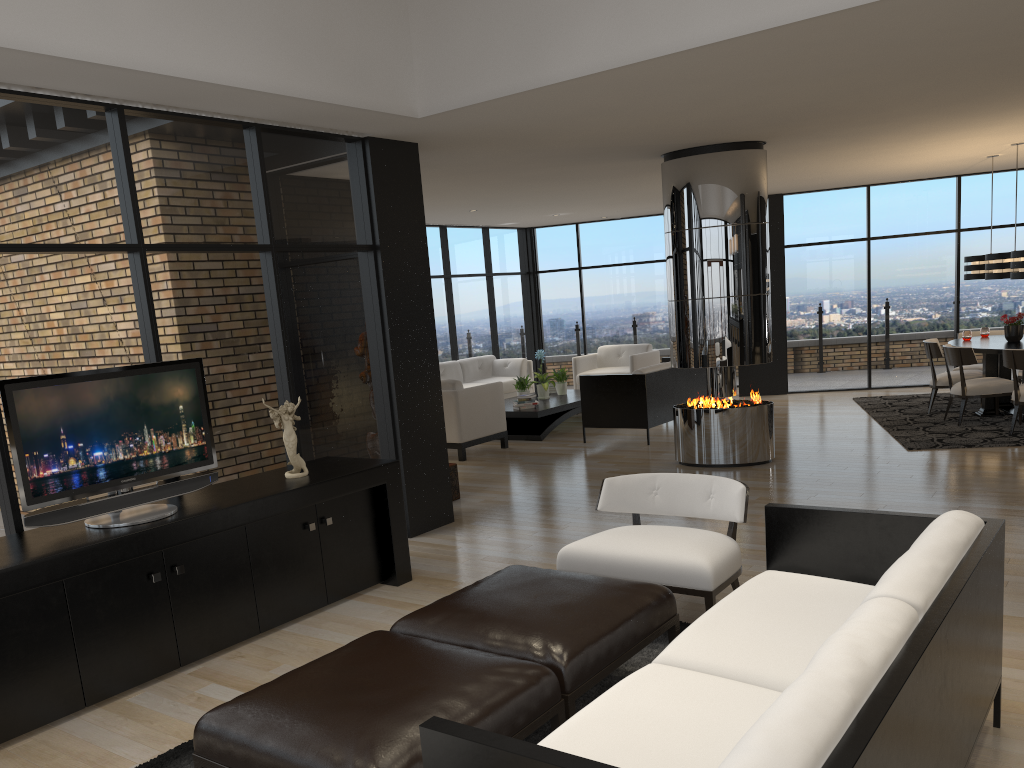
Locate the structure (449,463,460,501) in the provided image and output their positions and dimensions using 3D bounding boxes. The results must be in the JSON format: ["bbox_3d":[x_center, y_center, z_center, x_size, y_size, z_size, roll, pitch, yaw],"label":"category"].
[{"bbox_3d":[-0.941,0.214,7.332,0.730,1.618,0.510,2,12,36],"label":"structure"}]

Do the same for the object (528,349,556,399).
[{"bbox_3d":[0.398,-0.125,11.193,0.353,0.641,0.367,-11,11,-33],"label":"object"}]

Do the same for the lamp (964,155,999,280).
[{"bbox_3d":[5.340,-1.854,9.827,0.536,1.349,0.527,-2,10,13],"label":"lamp"}]

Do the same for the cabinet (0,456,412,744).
[{"bbox_3d":[-1.770,1.002,4.237,0.620,0.751,3.002,2,8,37],"label":"cabinet"}]

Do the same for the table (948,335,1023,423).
[{"bbox_3d":[5.250,-0.061,9.235,1.210,0.780,2.076,-3,6,16],"label":"table"}]

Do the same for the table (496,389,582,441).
[{"bbox_3d":[0.390,0.372,11.228,1.263,0.356,2.007,-1,7,37],"label":"table"}]

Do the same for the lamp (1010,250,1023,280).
[{"bbox_3d":[4.907,-1.659,8.120,0.536,1.349,0.527,-2,10,13],"label":"lamp"}]

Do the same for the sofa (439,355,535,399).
[{"bbox_3d":[-0.780,0.136,12.057,0.853,0.867,2.662,1,8,37],"label":"sofa"}]

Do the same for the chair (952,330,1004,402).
[{"bbox_3d":[5.484,-0.192,10.245,0.642,0.818,0.608,1,10,35],"label":"chair"}]

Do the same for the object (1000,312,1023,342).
[{"bbox_3d":[5.193,-0.591,9.147,0.229,0.303,0.234,-2,9,16],"label":"object"}]

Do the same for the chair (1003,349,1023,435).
[{"bbox_3d":[4.897,0.055,8.110,0.641,0.818,0.609,3,12,42],"label":"chair"}]

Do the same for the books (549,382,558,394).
[{"bbox_3d":[0.580,0.045,11.953,0.224,0.128,0.303,-4,6,4],"label":"books"}]

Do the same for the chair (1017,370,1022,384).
[{"bbox_3d":[5.876,-0.149,9.430,0.616,0.818,0.633,-5,9,0],"label":"chair"}]

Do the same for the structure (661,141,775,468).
[{"bbox_3d":[1.836,-0.651,7.839,0.892,2.784,0.577,0,11,24],"label":"structure"}]

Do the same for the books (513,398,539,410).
[{"bbox_3d":[0.164,0.223,10.425,0.307,0.128,0.221,-6,7,-14],"label":"books"}]

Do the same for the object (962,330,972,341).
[{"bbox_3d":[5.015,-0.534,9.728,0.095,0.107,0.094,-1,9,25],"label":"object"}]

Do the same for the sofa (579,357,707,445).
[{"bbox_3d":[1.668,0.126,10.252,0.837,0.815,2.007,1,8,37],"label":"sofa"}]

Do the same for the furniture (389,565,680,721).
[{"bbox_3d":[0.100,1.049,3.470,0.826,0.490,0.817,0,8,36],"label":"furniture"}]

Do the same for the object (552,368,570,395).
[{"bbox_3d":[0.641,-0.044,11.558,0.284,0.375,0.211,-2,9,15],"label":"object"}]

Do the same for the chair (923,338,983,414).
[{"bbox_3d":[4.857,-0.090,9.712,0.616,0.818,0.633,-1,9,24],"label":"chair"}]

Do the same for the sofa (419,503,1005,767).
[{"bbox_3d":[0.744,0.926,2.465,0.837,0.815,2.007,1,8,37],"label":"sofa"}]

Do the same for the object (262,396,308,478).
[{"bbox_3d":[-1.216,0.289,4.869,0.105,0.466,0.253,3,12,37],"label":"object"}]

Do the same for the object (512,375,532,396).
[{"bbox_3d":[0.134,0.059,10.902,0.284,0.375,0.211,-5,9,0],"label":"object"}]

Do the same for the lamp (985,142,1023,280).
[{"bbox_3d":[5.123,-1.757,8.973,0.536,1.349,0.527,-2,10,13],"label":"lamp"}]

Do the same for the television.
[{"bbox_3d":[-1.826,0.279,4.124,0.925,0.722,0.406,-10,10,-34],"label":"television"}]

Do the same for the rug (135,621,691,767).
[{"bbox_3d":[-0.023,1.341,3.034,2.478,0.012,2.996,-1,7,38],"label":"rug"}]

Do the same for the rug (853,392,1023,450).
[{"bbox_3d":[5.310,0.310,9.361,2.719,0.011,3.669,-3,5,14],"label":"rug"}]

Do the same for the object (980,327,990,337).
[{"bbox_3d":[5.352,-0.587,9.990,0.095,0.107,0.094,-8,9,-19],"label":"object"}]

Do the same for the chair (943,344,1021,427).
[{"bbox_3d":[4.683,0.001,8.882,0.616,0.818,0.633,-4,9,7],"label":"chair"}]

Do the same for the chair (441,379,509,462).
[{"bbox_3d":[-0.701,0.340,9.780,1.000,0.869,0.844,1,10,36],"label":"chair"}]

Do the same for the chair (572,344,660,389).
[{"bbox_3d":[1.508,-0.117,12.724,1.000,0.869,0.844,1,10,36],"label":"chair"}]

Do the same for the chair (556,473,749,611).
[{"bbox_3d":[0.730,0.826,4.266,0.804,0.685,0.675,1,10,36],"label":"chair"}]

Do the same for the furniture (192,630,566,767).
[{"bbox_3d":[-0.400,1.153,2.802,0.826,0.490,0.817,0,8,36],"label":"furniture"}]

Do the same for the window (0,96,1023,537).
[{"bbox_3d":[0.755,-1.446,6.059,10.133,4.855,15.667,-2,6,23],"label":"window"}]

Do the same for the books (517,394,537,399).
[{"bbox_3d":[0.175,0.146,10.411,0.185,0.027,0.152,-2,6,28],"label":"books"}]
